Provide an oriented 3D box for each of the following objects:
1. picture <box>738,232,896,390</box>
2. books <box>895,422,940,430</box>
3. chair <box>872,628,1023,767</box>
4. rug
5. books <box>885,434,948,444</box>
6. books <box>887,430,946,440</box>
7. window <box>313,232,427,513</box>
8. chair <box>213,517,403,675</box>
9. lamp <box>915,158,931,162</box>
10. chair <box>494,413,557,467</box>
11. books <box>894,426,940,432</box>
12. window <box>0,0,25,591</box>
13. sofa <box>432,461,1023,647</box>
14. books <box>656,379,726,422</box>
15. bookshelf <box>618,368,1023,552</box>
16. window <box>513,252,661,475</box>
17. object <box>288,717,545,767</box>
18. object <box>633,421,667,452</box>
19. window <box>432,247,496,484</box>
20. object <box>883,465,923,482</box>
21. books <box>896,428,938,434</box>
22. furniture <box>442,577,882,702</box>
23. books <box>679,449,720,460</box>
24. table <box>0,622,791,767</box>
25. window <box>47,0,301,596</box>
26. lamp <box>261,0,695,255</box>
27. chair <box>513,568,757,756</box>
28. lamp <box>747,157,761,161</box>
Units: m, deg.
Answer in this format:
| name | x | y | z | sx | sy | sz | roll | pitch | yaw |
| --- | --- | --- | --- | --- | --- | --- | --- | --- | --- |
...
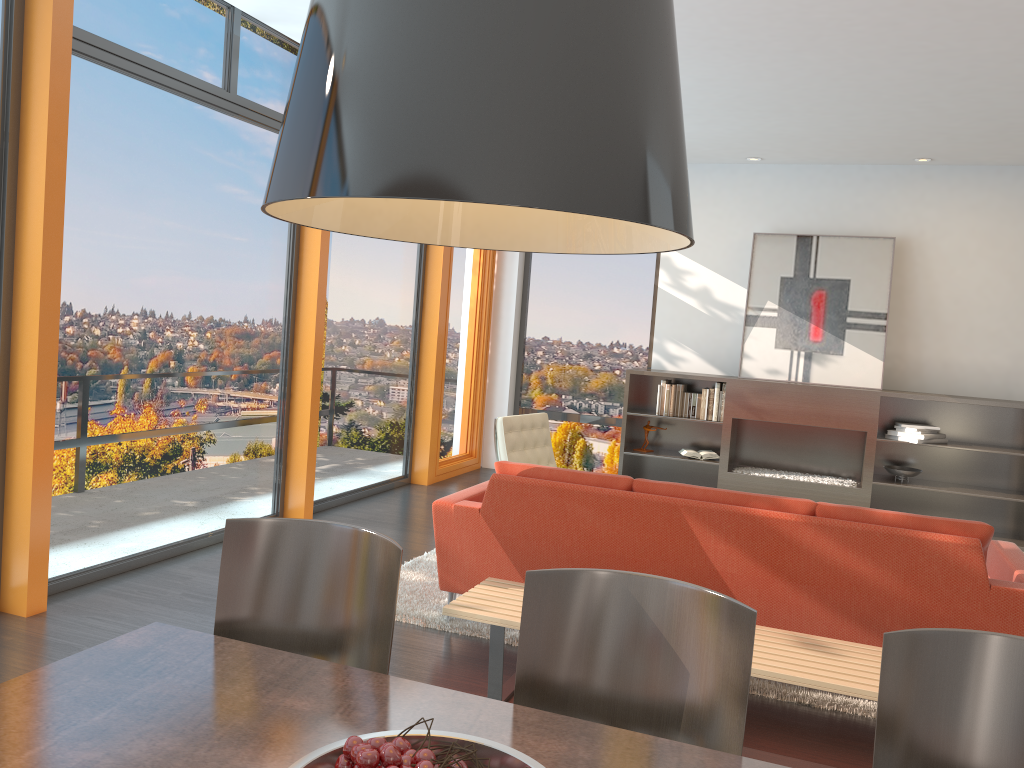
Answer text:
| name | x | y | z | sx | sy | sz | roll | pitch | yaw |
| --- | --- | --- | --- | --- | --- | --- | --- | --- | --- |
| picture | 2.698 | -0.668 | 7.881 | 1.209 | 1.337 | 0.269 | 5 | 4 | 20 |
| books | 3.388 | 0.353 | 7.413 | 0.300 | 0.020 | 0.210 | 5 | 4 | 10 |
| chair | 0.810 | 0.967 | 1.417 | 0.548 | 0.967 | 0.614 | 5 | 4 | 20 |
| rug | 1.366 | 1.237 | 5.229 | 3.773 | 0.043 | 2.985 | 6 | 4 | 20 |
| books | 3.380 | 0.458 | 7.419 | 0.398 | 0.038 | 0.315 | 2 | 4 | -30 |
| books | 3.383 | 0.421 | 7.417 | 0.398 | 0.038 | 0.315 | 1 | 5 | -40 |
| window | -1.140 | -0.741 | 7.037 | 0.070 | 3.344 | 1.844 | 5 | 4 | 20 |
| chair | -0.559 | 0.833 | 1.918 | 0.548 | 0.967 | 0.614 | 5 | 4 | 20 |
| lamp | 3.498 | -1.907 | 7.551 | 0.129 | 0.010 | 0.129 | 2 | 4 | -25 |
| chair | 0.284 | 0.658 | 6.464 | 0.707 | 0.816 | 0.700 | 6 | 4 | 30 |
| books | 3.386 | 0.372 | 7.414 | 0.300 | 0.020 | 0.210 | 2 | 4 | -30 |
| window | -2.768 | -0.572 | 2.622 | 0.070 | 3.344 | 2.925 | 5 | 4 | 20 |
| sofa | 0.987 | 0.855 | 4.191 | 2.598 | 0.852 | 1.038 | 6 | 4 | 20 |
| books | 1.642 | 0.132 | 8.033 | 0.592 | 0.339 | 0.324 | 6 | 4 | 20 |
| bookshelf | 2.677 | 0.589 | 7.767 | 3.388 | 1.162 | 0.570 | 6 | 4 | 20 |
| window | 0.764 | -0.722 | 8.939 | 1.410 | 3.338 | 0.065 | 5 | 3 | 20 |
| object | -0.128 | 0.602 | 1.249 | 0.427 | 0.154 | 0.427 | 2 | 4 | -26 |
| object | 1.276 | 0.484 | 8.235 | 0.245 | 0.290 | 0.201 | 7 | 4 | 40 |
| window | -0.494 | -0.790 | 8.515 | 0.211 | 3.344 | 1.157 | 5 | 4 | 20 |
| object | 3.284 | 0.769 | 7.462 | 0.309 | 0.116 | 0.309 | 2 | 5 | -36 |
| books | 3.385 | 0.392 | 7.415 | 0.300 | 0.020 | 0.210 | 1 | 5 | -40 |
| furniture | 0.737 | 1.138 | 3.387 | 2.006 | 0.357 | 0.492 | 6 | 4 | 20 |
| books | 1.699 | 0.640 | 8.047 | 0.336 | 0.064 | 0.234 | 4 | 4 | 0 |
| table | -0.077 | 1.068 | 1.228 | 2.152 | 0.764 | 1.172 | 6 | 4 | 20 |
| window | -1.861 | -0.666 | 5.082 | 0.070 | 3.344 | 2.105 | 5 | 4 | 20 |
| lamp | 0.015 | -0.990 | 1.145 | 0.567 | 1.579 | 0.567 | 1 | 4 | -41 |
| chair | 0.157 | 0.903 | 1.656 | 0.548 | 0.967 | 0.614 | 5 | 4 | 20 |
| lamp | 2.191 | -2.035 | 8.030 | 0.129 | 0.010 | 0.129 | 2 | 4 | -25 |
